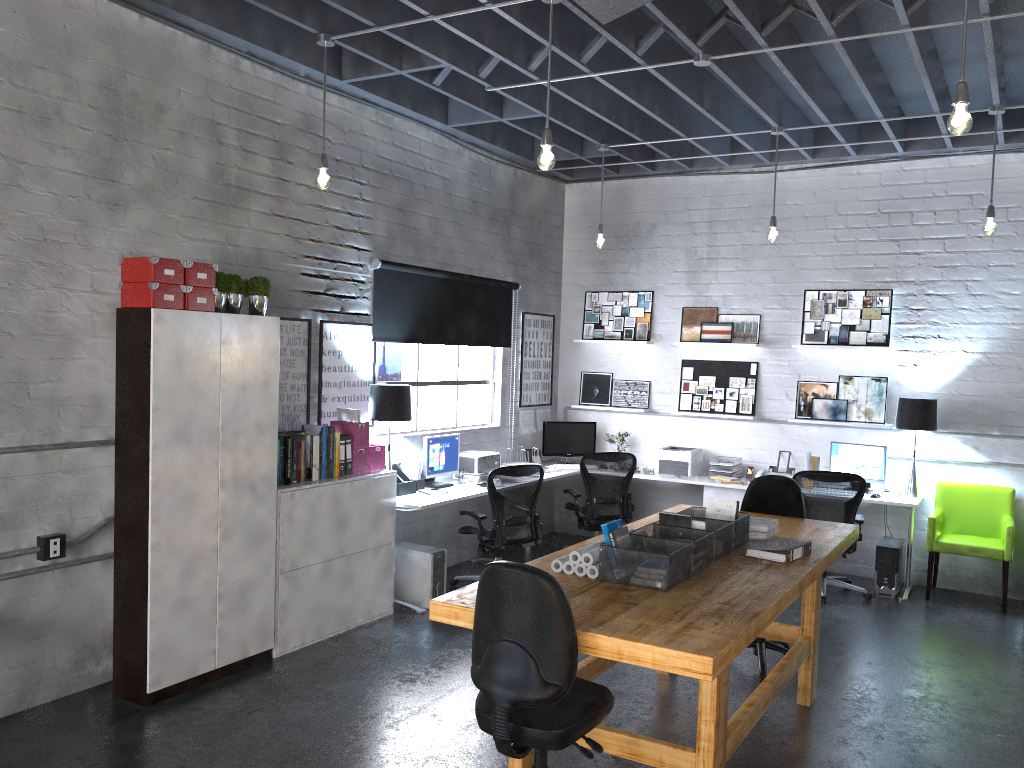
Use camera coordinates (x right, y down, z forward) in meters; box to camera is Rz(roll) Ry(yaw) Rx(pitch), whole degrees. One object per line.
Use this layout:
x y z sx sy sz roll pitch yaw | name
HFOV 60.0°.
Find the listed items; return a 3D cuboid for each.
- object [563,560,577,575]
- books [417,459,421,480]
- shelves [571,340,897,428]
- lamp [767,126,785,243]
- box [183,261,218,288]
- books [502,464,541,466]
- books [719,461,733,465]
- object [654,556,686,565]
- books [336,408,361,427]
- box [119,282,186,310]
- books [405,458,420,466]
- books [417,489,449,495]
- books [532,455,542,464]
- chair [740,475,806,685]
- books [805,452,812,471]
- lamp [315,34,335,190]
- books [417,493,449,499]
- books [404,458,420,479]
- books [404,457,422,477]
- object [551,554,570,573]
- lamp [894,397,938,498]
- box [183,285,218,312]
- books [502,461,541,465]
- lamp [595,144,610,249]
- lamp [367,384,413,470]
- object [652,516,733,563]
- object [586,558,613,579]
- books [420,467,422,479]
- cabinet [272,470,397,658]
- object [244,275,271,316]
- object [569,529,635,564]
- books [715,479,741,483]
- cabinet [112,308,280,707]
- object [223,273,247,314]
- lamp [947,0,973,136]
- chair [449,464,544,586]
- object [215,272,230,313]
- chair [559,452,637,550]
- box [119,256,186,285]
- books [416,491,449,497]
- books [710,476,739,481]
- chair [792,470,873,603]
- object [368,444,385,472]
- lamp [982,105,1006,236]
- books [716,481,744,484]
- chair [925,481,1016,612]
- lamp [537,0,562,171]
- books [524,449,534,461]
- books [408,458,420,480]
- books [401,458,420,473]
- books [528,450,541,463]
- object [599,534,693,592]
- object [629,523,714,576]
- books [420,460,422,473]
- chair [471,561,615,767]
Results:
0.407 0.797 4.135 0.058 0.057 0.635 3 2 30 | object
-0.790 0.704 6.911 0.177 0.246 0.026 3 3 30 | books
1.970 -0.038 8.377 3.022 0.694 0.199 3 3 30 | shelves
2.032 -1.531 6.848 0.104 0.879 0.104 4 3 30 | lamp
-1.762 -0.588 4.788 0.268 0.133 0.206 3 3 30 | box
0.088 0.763 8.356 0.297 0.006 0.210 3 2 32 | books
2.005 0.736 8.296 0.134 0.008 0.203 2 2 13 | books
0.725 0.794 4.088 0.234 0.022 0.185 3 2 23 | object
-1.123 0.301 6.110 0.192 0.268 0.060 3 3 30 | books
-1.871 -0.455 4.614 0.270 0.131 0.206 3 3 30 | box
-0.798 0.704 6.905 0.175 0.245 0.026 3 3 30 | books
-0.595 0.816 6.698 0.170 0.010 0.212 1 2 -33 | books
0.241 0.738 8.643 0.102 0.076 0.037 0 4 -45 | books
1.555 1.163 5.420 0.658 1.166 0.686 3 3 28 | chair
2.646 0.760 7.889 0.043 0.296 0.210 4 3 30 | books
-1.095 -1.576 5.166 0.104 0.879 0.104 4 3 30 | lamp
-0.600 0.839 6.694 0.158 0.012 0.213 1 2 -35 | books
-0.797 0.706 6.900 0.173 0.243 0.026 3 3 30 | books
-0.784 0.704 6.924 0.179 0.248 0.026 3 3 30 | books
0.357 0.794 4.163 0.057 0.058 0.635 3 2 30 | object
3.374 0.534 7.425 0.333 0.832 0.333 1 3 -8 | lamp
-1.765 -0.457 4.794 0.270 0.131 0.206 3 3 30 | box
0.090 0.752 8.360 0.297 0.006 0.210 3 2 31 | books
0.768 -1.599 7.584 0.104 0.879 0.104 4 3 30 | lamp
-0.909 0.422 6.580 0.333 0.832 0.333 1 3 -8 | lamp
0.887 0.756 4.351 0.316 0.156 0.306 3 3 30 | object
0.505 0.802 4.078 0.058 0.057 0.635 3 2 30 | object
-0.782 0.706 6.928 0.172 0.243 0.026 3 3 30 | books
-1.318 1.123 5.921 0.465 1.022 1.151 4 3 30 | cabinet
-1.494 -0.517 5.196 0.169 0.240 0.171 3 3 29 | object
0.433 0.749 4.118 0.057 0.057 0.635 3 2 30 | object
1.935 0.863 7.961 0.211 0.014 0.148 2 2 5 | books
-1.739 0.629 4.951 0.291 2.049 0.873 4 3 30 | cabinet
-1.609 -0.517 5.091 0.169 0.240 0.171 1 3 -21 | object
1.784 -1.423 3.490 0.104 0.879 0.104 4 3 30 | lamp
-0.124 1.121 6.973 0.752 1.032 0.731 4 3 34 | chair
-1.660 -0.514 4.949 0.171 0.240 0.169 0 3 -31 | object
0.762 1.109 8.143 0.732 1.032 0.752 0 3 -36 | chair
-1.866 -0.584 4.608 0.270 0.131 0.206 3 3 30 | box
-0.601 0.827 6.697 0.158 0.012 0.209 0 2 -37 | books
1.911 0.848 7.971 0.148 0.014 0.211 0 3 -45 | books
2.537 1.198 7.287 0.732 1.032 0.752 2 3 -1 | chair
-1.034 0.520 6.292 0.214 0.177 0.161 3 3 30 | object
3.312 -1.463 6.103 0.104 0.879 0.104 4 3 30 | lamp
1.955 0.878 7.964 0.211 0.014 0.148 2 2 -5 | books
3.727 1.295 7.208 0.611 0.921 0.516 3 3 30 | chair
0.184 -1.508 4.422 0.104 0.879 0.104 4 3 30 | lamp
0.181 0.695 8.710 0.133 0.109 0.052 0 4 -45 | books
-0.796 0.704 6.909 0.175 0.245 0.026 3 3 30 | books
-0.800 0.707 6.897 0.172 0.243 0.026 3 3 30 | books
0.221 0.706 8.650 0.184 0.121 0.017 0 4 -45 | books
0.576 0.764 3.820 0.316 0.156 0.306 3 3 30 | object
0.732 0.760 4.086 0.316 0.156 0.306 3 3 30 | object
-0.786 0.706 6.920 0.172 0.243 0.026 3 3 30 | books
0.098 1.189 3.301 0.658 1.166 0.686 3 3 28 | chair
